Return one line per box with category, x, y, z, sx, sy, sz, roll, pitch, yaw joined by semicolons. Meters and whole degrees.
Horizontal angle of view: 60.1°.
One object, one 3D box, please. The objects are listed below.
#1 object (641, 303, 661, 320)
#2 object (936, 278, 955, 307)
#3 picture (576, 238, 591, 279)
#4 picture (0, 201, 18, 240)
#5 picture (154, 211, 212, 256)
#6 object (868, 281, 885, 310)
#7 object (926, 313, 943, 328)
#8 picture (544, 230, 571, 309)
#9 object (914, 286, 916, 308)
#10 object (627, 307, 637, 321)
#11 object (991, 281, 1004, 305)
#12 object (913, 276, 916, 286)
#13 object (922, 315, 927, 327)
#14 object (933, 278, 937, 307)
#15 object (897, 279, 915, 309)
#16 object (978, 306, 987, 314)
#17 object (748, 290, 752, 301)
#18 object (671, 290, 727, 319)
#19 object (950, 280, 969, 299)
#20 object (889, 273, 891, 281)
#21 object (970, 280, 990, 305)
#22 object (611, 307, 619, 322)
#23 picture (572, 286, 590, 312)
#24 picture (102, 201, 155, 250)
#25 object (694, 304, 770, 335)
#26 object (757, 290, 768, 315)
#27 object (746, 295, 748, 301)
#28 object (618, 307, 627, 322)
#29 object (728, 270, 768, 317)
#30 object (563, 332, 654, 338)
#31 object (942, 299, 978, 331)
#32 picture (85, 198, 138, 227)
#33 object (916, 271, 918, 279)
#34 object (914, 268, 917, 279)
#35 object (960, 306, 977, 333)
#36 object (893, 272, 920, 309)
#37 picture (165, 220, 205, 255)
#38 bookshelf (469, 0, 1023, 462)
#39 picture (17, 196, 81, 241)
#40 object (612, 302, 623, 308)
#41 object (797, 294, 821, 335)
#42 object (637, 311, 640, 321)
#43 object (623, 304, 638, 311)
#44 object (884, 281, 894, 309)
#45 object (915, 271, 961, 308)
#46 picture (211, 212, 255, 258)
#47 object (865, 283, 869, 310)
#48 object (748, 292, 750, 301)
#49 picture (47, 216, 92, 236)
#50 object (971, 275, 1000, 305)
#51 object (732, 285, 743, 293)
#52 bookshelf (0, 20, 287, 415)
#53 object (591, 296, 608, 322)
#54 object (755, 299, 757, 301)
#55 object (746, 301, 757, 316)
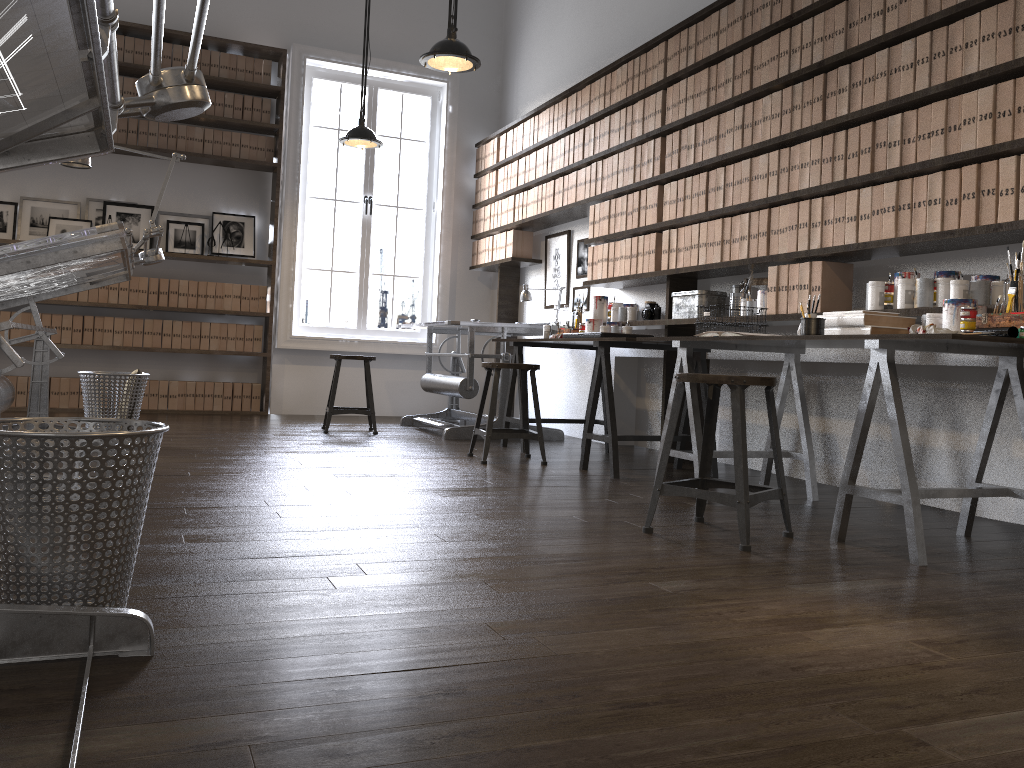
object;0.804;-0.419;5.187;0.091;0.109;0.171;3;1;-23
object;1.619;-0.335;3.311;0.062;0.119;0.062;2;-1;36
picture;0.520;-0.907;6.395;0.022;0.285;0.201;3;-1;-24
picture;-3.886;-1.227;6.675;0.266;0.315;0.058;3;-1;-23
picture;-2.660;-1.206;7.171;0.433;0.361;0.095;2;-1;-23
object;1.451;-0.348;3.526;0.062;0.119;0.062;2;-1;27
object;1.452;-0.194;3.038;0.062;0.094;0.062;2;-1;27
picture;0.346;-0.867;6.774;0.040;0.575;0.415;3;-1;-23
object;1.588;-0.326;3.430;0.054;0.101;0.054;3;-1;-6
object;0.731;-0.420;5.393;0.062;0.094;0.062;3;-1;-37
object;1.732;-0.315;3.137;0.062;0.096;0.062;2;-1;9
object;1.574;-0.355;3.442;0.035;0.130;0.004;3;-1;2
object;1.471;-0.194;3.105;0.063;0.093;0.062;2;-1;18
object;1.613;-0.337;3.373;0.045;0.128;0.044;3;-1;-5
object;1.510;-0.342;3.393;0.062;0.119;0.062;2;-1;36
object;1.563;-0.201;3.017;0.094;0.128;0.095;3;0;-27
object;1.165;-0.395;4.312;0.008;0.125;0.041;4;-2;-34
object;1.010;-0.420;4.799;0.192;0.152;0.317;2;1;-23
object;1.597;-0.322;3.162;0.062;0.096;0.062;2;-1;9
object;1.545;-0.371;3.606;0.009;0.169;0.041;3;-1;-19
object;1.662;-0.318;3.145;0.062;0.095;0.063;2;-1;9
object;0.646;-0.426;5.500;0.062;0.094;0.062;3;-1;-37
picture;0.502;-0.614;6.396;0.023;0.183;0.251;3;0;-23
picture;-3.021;-1.233;6.965;0.373;0.392;0.149;3;-1;-23
object;0.997;-0.270;4.021;0.284;0.161;0.204;2;0;-23
object;1.218;-0.379;4.225;0.094;0.128;0.095;3;0;-16
object;1.148;-0.384;4.301;0.004;0.103;0.035;3;-1;-27
object;0.686;-0.423;5.443;0.063;0.093;0.062;3;-1;-37
object;1.167;-0.464;4.457;0.156;0.272;0.181;3;-1;-39
object;0.500;-0.246;4.651;0.312;0.033;0.446;2;2;-23
object;1.483;-0.208;2.932;0.104;0.142;0.105;3;0;-15
picture;-3.156;-1.247;6.966;0.369;0.406;0.091;3;-1;-23
object;1.575;-0.365;3.422;0.036;0.149;0.005;3;-1;0
object;1.567;-0.365;3.427;0.029;0.169;0.004;3;-1;-1
object;1.472;-0.193;2.855;0.049;0.112;0.049;3;-1;-19
object;1.562;-0.359;3.505;0.094;0.162;0.095;3;-1;-27
picture;-2.634;-1.170;7.137;0.289;0.291;0.127;3;-1;-23
bookshelf;1.551;-0.374;3.674;0.373;3.209;9.183;3;1;-23
picture;-3.551;-1.240;6.795;0.415;0.366;0.083;2;-1;-23
object;0.671;-0.452;5.630;0.070;0.130;0.070;2;-1;15
object;1.256;-0.274;3.727;0.101;0.209;0.101;2;-1;22
object;0.765;-0.410;5.473;0.054;0.080;0.054;3;-1;4
object;0.743;-0.436;5.557;0.094;0.128;0.095;3;0;8
object;1.508;-0.346;3.550;0.044;0.128;0.045;3;-1;-23
object;1.622;-0.353;3.390;0.205;0.162;0.094;2;-1;-21
picture;-2.292;-1.228;7.294;0.343;0.365;0.161;3;-1;-23
object;1.470;-0.349;3.593;0.063;0.118;0.062;2;-1;18
object;1.159;-0.388;4.314;0.004;0.127;0.028;3;-1;-25
picture;-3.389;-1.162;6.781;0.299;0.229;0.144;2;0;-23
object;1.736;-0.331;3.250;0.094;0.130;0.094;3;-1;-36
object;1.182;-0.419;4.617;0.078;0.188;0.079;4;-1;-44
bookshelf;-3.147;-0.931;6.931;2.471;3.728;0.412;3;-1;-23
object;0.563;-0.476;5.698;0.107;0.177;0.106;3;-1;-21
object;1.225;-0.369;4.351;0.062;0.093;0.063;2;-1;29
object;1.226;-0.364;4.305;0.181;0.093;0.062;2;-1;-9
